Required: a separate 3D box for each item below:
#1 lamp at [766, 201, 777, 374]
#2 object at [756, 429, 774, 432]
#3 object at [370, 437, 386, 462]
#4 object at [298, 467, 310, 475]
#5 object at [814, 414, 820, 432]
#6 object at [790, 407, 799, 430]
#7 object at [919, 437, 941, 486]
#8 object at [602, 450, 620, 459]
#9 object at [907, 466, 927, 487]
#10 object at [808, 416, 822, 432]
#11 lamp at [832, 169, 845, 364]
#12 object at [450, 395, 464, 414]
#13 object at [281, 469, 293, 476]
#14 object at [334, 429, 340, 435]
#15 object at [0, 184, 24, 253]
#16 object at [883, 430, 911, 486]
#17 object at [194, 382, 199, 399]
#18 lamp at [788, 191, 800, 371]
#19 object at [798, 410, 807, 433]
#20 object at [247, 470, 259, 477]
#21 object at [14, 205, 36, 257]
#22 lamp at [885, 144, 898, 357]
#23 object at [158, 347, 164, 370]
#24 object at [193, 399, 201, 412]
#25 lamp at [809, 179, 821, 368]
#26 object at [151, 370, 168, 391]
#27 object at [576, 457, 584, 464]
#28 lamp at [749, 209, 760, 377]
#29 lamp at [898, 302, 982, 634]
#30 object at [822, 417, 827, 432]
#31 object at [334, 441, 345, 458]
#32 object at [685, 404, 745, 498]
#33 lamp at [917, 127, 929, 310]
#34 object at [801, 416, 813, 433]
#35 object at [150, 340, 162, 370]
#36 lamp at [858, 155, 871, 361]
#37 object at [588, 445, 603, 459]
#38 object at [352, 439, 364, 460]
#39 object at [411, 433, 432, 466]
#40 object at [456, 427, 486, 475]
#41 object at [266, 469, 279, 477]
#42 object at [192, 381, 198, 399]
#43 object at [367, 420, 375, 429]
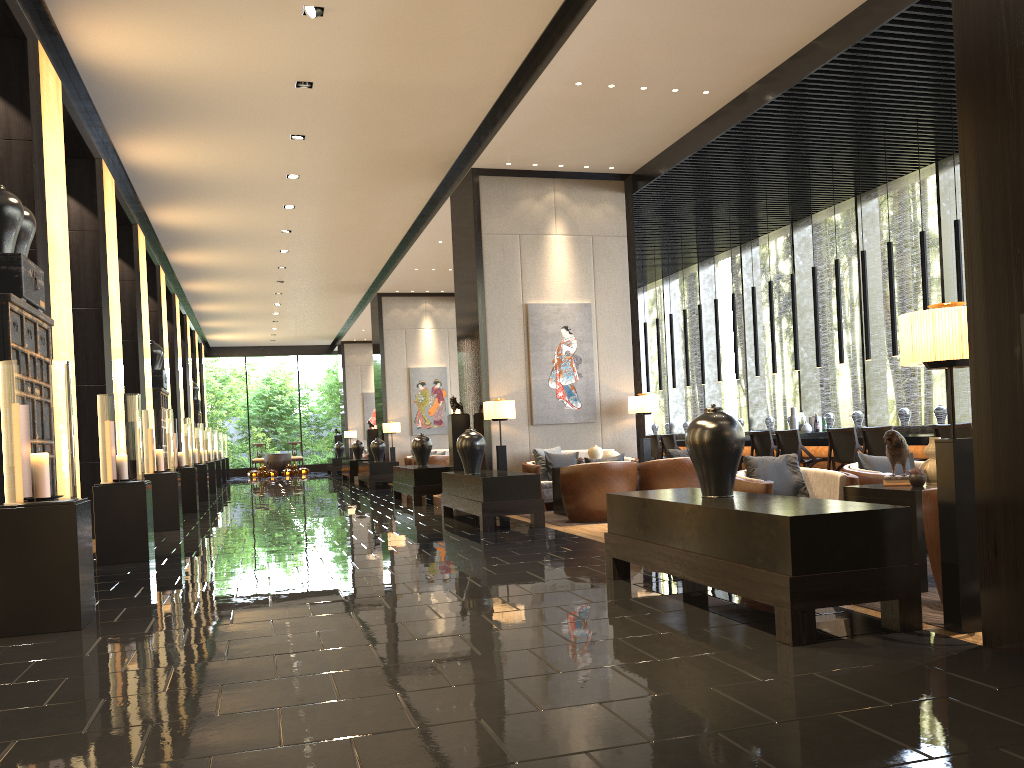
[{"bbox_3d":[3.524,-1.345,12.063,0.060,2.420,0.060,-3,0,-21],"label":"lamp"},{"bbox_3d":[3.322,0.635,11.611,0.227,0.067,0.228,-2,-3,-13],"label":"object"},{"bbox_3d":[-2.717,1.331,18.002,0.311,0.492,0.311,-3,-1,3],"label":"object"},{"bbox_3d":[-6.745,2.811,28.637,0.369,0.229,0.370,0,-3,-43],"label":"object"},{"bbox_3d":[4.027,0.518,11.708,0.067,0.237,0.067,-3,0,-22],"label":"object"},{"bbox_3d":[3.746,0.481,11.752,0.113,0.344,0.113,-3,0,-21],"label":"object"},{"bbox_3d":[2.295,0.417,4.790,0.174,0.257,0.174,-3,-1,4],"label":"object"},{"bbox_3d":[1.107,0.834,9.979,0.245,0.168,0.246,-2,-2,-13],"label":"object"},{"bbox_3d":[2.178,0.494,4.759,0.091,0.112,0.091,-4,-2,36],"label":"object"},{"bbox_3d":[4.054,0.534,11.831,0.168,0.219,0.169,-2,-1,-21],"label":"object"},{"bbox_3d":[3.920,-1.447,10.675,0.060,2.420,0.060,-3,0,-21],"label":"lamp"},{"bbox_3d":[-0.710,0.265,11.298,0.176,0.246,0.116,-2,-1,-16],"label":"object"},{"bbox_3d":[-7.096,2.787,27.955,0.369,0.229,0.370,-2,-3,-14],"label":"object"},{"bbox_3d":[-5.633,1.535,28.546,0.176,0.246,0.116,-2,-1,-11],"label":"object"},{"bbox_3d":[-3.402,-1.088,5.857,0.311,0.492,0.312,-2,-1,-20],"label":"object"},{"bbox_3d":[2.138,0.405,4.891,0.174,0.309,0.229,-3,-1,30],"label":"object"},{"bbox_3d":[-8.321,0.181,23.092,0.311,0.492,0.312,-2,-1,-35],"label":"object"},{"bbox_3d":[3.667,-1.382,11.561,0.060,2.420,0.060,-3,0,-21],"label":"lamp"},{"bbox_3d":[3.878,0.499,11.835,0.129,0.305,0.129,-2,-1,-30],"label":"object"},{"bbox_3d":[-8.231,2.857,28.231,0.369,0.229,0.370,-3,-2,1],"label":"object"},{"bbox_3d":[-3.493,-1.065,6.176,0.311,0.492,0.312,-2,-1,-35],"label":"object"},{"bbox_3d":[4.176,-1.513,9.780,0.060,2.420,0.060,-3,0,-21],"label":"lamp"},{"bbox_3d":[-5.901,-0.443,14.613,0.311,0.492,0.312,-2,-1,-35],"label":"object"},{"bbox_3d":[-8.245,0.574,22.927,0.365,0.315,0.607,-2,-3,-16],"label":"object"},{"bbox_3d":[3.795,-1.415,11.114,0.060,2.420,0.060,-3,0,-21],"label":"lamp"},{"bbox_3d":[-5.825,-0.051,14.447,0.365,0.315,0.607,-2,-3,-16],"label":"object"},{"bbox_3d":[0.765,0.871,9.916,0.091,0.112,0.091,-4,-2,36],"label":"object"},{"bbox_3d":[3.405,-1.314,12.478,0.060,2.420,0.060,-3,0,-21],"label":"lamp"},{"bbox_3d":[1.834,0.346,3.664,0.375,1.350,0.374,-3,0,32],"label":"lamp"},{"bbox_3d":[4.130,0.533,11.695,0.056,0.197,0.056,-3,0,-14],"label":"object"},{"bbox_3d":[-5.196,1.971,26.689,0.311,0.492,0.311,-3,-1,3],"label":"object"},{"bbox_3d":[1.080,0.352,4.699,0.311,0.492,0.312,-2,-1,-27],"label":"object"},{"bbox_3d":[4.313,-1.548,9.297,0.060,2.420,0.060,-3,0,-11],"label":"lamp"},{"bbox_3d":[3.879,0.532,11.660,0.135,0.217,0.136,-2,-1,-29],"label":"object"},{"bbox_3d":[-5.810,-0.467,14.293,0.312,0.492,0.311,-4,-1,40],"label":"object"},{"bbox_3d":[4.053,-1.481,10.208,0.060,2.420,0.060,-3,0,-21],"label":"lamp"},{"bbox_3d":[0.932,0.799,9.871,0.171,0.236,0.171,-3,-1,19],"label":"object"},{"bbox_3d":[-3.774,1.604,21.707,0.311,0.492,0.311,-3,-1,3],"label":"object"},{"bbox_3d":[-1.339,0.976,13.174,0.311,0.492,0.312,-2,-1,-35],"label":"object"},{"bbox_3d":[-0.423,0.698,9.272,0.311,0.492,0.311,-3,-1,3],"label":"object"},{"bbox_3d":[-7.537,2.800,27.824,0.370,0.229,0.370,-3,-3,6],"label":"object"},{"bbox_3d":[-8.230,0.157,22.773,0.311,0.492,0.312,-2,-1,-42],"label":"object"},{"bbox_3d":[-3.174,0.914,19.920,0.161,0.217,0.102,-2,-1,-28],"label":"object"}]
